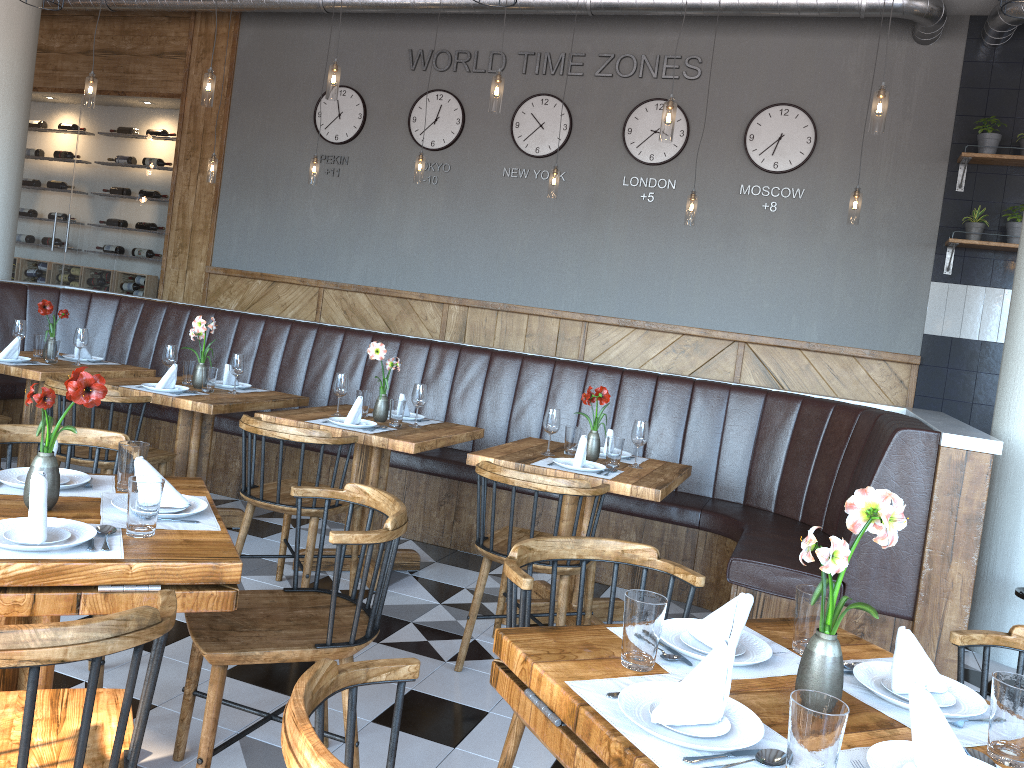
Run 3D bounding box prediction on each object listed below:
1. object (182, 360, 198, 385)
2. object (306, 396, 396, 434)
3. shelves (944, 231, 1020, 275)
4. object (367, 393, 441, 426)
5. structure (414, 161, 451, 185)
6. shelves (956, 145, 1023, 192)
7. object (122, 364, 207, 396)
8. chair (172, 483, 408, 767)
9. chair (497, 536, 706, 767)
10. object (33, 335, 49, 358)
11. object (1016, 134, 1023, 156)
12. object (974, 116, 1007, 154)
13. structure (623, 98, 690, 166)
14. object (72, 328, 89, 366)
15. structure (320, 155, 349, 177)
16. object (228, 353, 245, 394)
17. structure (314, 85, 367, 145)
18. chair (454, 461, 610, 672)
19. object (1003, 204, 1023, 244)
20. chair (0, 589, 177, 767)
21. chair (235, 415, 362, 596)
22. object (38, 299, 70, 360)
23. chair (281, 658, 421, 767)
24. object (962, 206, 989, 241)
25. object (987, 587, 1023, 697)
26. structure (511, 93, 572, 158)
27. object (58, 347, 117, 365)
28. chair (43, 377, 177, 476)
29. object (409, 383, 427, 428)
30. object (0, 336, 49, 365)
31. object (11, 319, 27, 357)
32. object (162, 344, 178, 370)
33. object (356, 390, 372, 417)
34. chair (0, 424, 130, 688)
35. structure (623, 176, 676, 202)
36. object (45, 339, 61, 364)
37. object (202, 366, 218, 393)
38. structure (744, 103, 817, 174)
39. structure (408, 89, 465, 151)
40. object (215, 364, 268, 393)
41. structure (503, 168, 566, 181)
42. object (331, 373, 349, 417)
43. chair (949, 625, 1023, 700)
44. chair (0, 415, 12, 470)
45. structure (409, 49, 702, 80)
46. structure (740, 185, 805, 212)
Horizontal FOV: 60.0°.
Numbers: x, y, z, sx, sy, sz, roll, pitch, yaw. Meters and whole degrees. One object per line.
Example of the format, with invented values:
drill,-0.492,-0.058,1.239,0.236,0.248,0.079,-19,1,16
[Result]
object,-1.795,-0.061,4.932,0.080,0.132,0.080,8,3,19
object,-0.753,0.129,4.207,0.352,0.137,0.272,9,4,20
shelves,3.652,-0.914,6.451,0.906,0.297,0.247,9,3,20
object,-0.567,0.115,4.699,0.352,0.137,0.272,9,4,20
structure,-0.743,-1.942,8.172,0.369,0.199,0.021,9,2,20
shelves,3.734,-1.538,6.429,0.906,0.297,0.247,9,3,20
object,-1.786,-0.036,4.579,0.352,0.137,0.272,9,4,20
chair,-0.612,0.711,2.434,0.549,0.816,0.521,6,3,-25
chair,0.216,0.843,2.136,0.518,0.816,0.552,6,3,-26
object,-2.824,-0.225,5.302,0.080,0.132,0.080,8,3,19
object,3.752,-1.762,6.423,0.189,0.268,0.173,10,3,37
object,3.501,-1.818,6.514,0.235,0.300,0.172,8,3,9
structure,1.210,-2.122,7.461,0.562,0.560,0.046,9,2,20
object,-2.527,-0.219,5.185,0.081,0.215,0.081,6,3,-40
structure,-1.718,-2.097,8.523,0.306,0.197,0.021,9,2,20
object,-1.498,-0.055,4.814,0.081,0.215,0.081,6,3,-40
structure,-1.648,-2.576,8.491,0.562,0.560,0.046,9,2,20
chair,0.090,0.721,3.507,0.520,0.816,0.549,8,3,19
object,3.675,-1.155,6.443,0.235,0.300,0.172,8,3,9
chair,-0.920,0.737,1.576,0.518,0.816,0.552,6,3,-26
chair,-0.937,0.557,3.877,0.520,0.816,0.549,8,3,19
object,-2.718,-0.315,5.195,0.171,0.354,0.156,8,2,13
chair,-0.092,0.868,1.278,0.549,0.816,0.521,6,3,-25
object,3.413,-1.180,6.537,0.189,0.268,0.173,10,3,37
object,2.380,0.571,3.844,0.374,1.656,0.375,7,2,-3
structure,0.257,-2.274,7.804,0.562,0.560,0.046,9,2,20
object,-2.625,-0.212,5.440,0.352,0.137,0.272,9,4,20
chair,-1.965,0.394,4.247,0.520,0.816,0.549,8,3,19
object,-0.471,0.108,4.444,0.081,0.215,0.081,7,2,-17
object,-2.811,-0.198,4.948,0.352,0.137,0.272,9,4,20
object,-2.899,-0.269,5.202,0.081,0.215,0.081,8,2,11
object,-1.870,-0.105,4.831,0.081,0.215,0.081,8,2,11
object,-0.768,0.102,4.562,0.080,0.132,0.080,8,3,19
chair,-1.462,0.576,2.741,0.518,0.816,0.552,6,3,-26
structure,1.153,-1.641,7.489,0.444,0.199,0.021,9,2,20
object,-2.648,-0.187,5.105,0.080,0.132,0.080,8,3,4
object,-1.618,-0.023,4.734,0.080,0.132,0.080,8,3,4
structure,2.155,-1.972,7.121,0.562,0.560,0.046,9,2,20
structure,-0.695,-2.425,8.148,0.562,0.560,0.046,9,2,20
object,-1.601,-0.049,5.071,0.352,0.137,0.272,9,4,20
structure,0.199,-1.853,7.833,0.584,0.079,0.021,9,2,20
object,-0.869,0.054,4.471,0.081,0.215,0.081,7,2,-17
chair,1.066,0.978,1.830,0.549,0.816,0.521,6,3,-25
chair,-2.992,0.231,4.617,0.520,0.816,0.549,8,3,19
structure,0.303,-2.820,7.802,2.734,0.199,0.033,9,2,20
structure,2.091,-1.492,7.151,0.499,0.199,0.021,9,2,20
